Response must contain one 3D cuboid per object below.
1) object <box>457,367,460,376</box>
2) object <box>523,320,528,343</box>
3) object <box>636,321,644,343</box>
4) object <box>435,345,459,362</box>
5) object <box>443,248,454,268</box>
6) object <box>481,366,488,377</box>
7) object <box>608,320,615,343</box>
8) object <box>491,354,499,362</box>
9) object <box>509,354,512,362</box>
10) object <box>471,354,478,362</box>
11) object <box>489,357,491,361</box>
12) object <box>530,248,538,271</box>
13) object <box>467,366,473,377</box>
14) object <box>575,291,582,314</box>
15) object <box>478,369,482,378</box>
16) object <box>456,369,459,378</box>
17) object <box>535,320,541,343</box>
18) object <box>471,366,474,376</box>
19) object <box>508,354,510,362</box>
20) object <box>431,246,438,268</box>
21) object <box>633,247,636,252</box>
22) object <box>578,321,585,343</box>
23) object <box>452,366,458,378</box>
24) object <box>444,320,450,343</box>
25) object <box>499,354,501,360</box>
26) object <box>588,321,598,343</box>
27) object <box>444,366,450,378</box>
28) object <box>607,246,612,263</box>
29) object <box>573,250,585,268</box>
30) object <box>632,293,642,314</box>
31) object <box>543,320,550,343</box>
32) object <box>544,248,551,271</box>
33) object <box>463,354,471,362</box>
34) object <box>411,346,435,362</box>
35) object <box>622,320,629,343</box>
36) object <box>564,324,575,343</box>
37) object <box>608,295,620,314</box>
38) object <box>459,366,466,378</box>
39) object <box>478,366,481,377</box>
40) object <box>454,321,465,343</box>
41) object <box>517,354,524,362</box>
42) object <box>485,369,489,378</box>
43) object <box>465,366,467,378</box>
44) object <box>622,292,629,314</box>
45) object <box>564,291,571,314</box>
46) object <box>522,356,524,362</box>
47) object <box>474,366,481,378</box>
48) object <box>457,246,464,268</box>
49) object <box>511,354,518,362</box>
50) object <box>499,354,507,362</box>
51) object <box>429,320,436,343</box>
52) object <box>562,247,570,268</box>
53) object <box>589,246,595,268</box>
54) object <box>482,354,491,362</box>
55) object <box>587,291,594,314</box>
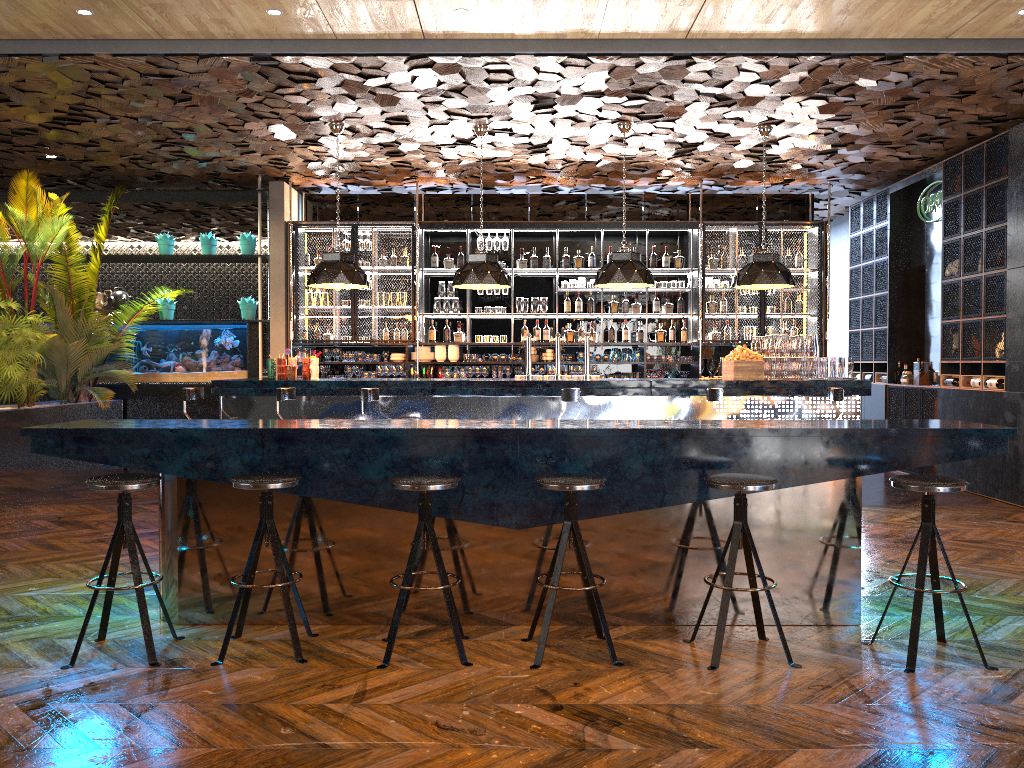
[{"bbox_3d":[-0.707,-0.121,11.385,0.082,0.213,0.082,0,1,0],"label":"object"},{"bbox_3d":[0.166,-0.669,11.316,0.086,0.299,0.086,-1,2,-41],"label":"object"},{"bbox_3d":[1.634,-0.662,11.307,0.083,0.282,0.083,0,1,-15],"label":"object"},{"bbox_3d":[-0.821,-0.388,11.191,0.309,0.216,0.149,0,1,-2],"label":"object"},{"bbox_3d":[-0.806,-1.593,11.276,0.123,0.279,0.123,0,1,-11],"label":"object"},{"bbox_3d":[-0.341,-0.116,11.111,0.084,0.216,0.084,1,2,43],"label":"object"},{"bbox_3d":[1.270,-0.669,11.283,0.086,0.297,0.086,1,2,34],"label":"object"},{"bbox_3d":[-0.213,-0.329,11.166,0.093,0.099,0.093,0,1,17],"label":"object"},{"bbox_3d":[0.004,-0.329,11.213,0.095,0.096,0.095,0,1,1],"label":"object"},{"bbox_3d":[-0.478,-0.328,11.166,0.089,0.100,0.100,1,2,36],"label":"object"},{"bbox_3d":[-0.319,-0.333,11.328,0.109,0.100,0.109,0,1,-17],"label":"object"},{"bbox_3d":[0.282,-1.589,11.288,0.083,0.282,0.083,0,1,-15],"label":"object"},{"bbox_3d":[-0.526,-0.116,11.113,0.084,0.216,0.084,0,1,-12],"label":"object"},{"bbox_3d":[0.854,-1.035,11.331,0.086,0.298,0.086,-1,2,-41],"label":"object"},{"bbox_3d":[-0.431,-0.122,11.376,0.084,0.216,0.084,0,1,-1],"label":"object"},{"bbox_3d":[-0.710,-0.118,11.296,0.082,0.213,0.082,1,2,32],"label":"object"},{"bbox_3d":[0.324,-0.671,11.341,0.086,0.298,0.086,-1,2,-41],"label":"object"},{"bbox_3d":[-0.520,-0.119,11.247,0.084,0.216,0.084,0,1,12],"label":"object"},{"bbox_3d":[-0.007,-0.333,11.379,0.095,0.096,0.095,0,1,17],"label":"object"},{"bbox_3d":[-0.985,-1.605,11.321,0.086,0.298,0.086,-1,2,-41],"label":"object"},{"bbox_3d":[1.556,-1.596,11.285,0.083,0.282,0.083,0,1,0],"label":"object"},{"bbox_3d":[0.887,-0.662,11.309,0.083,0.282,0.083,0,1,0],"label":"object"},{"bbox_3d":[-0.712,-0.114,11.118,0.082,0.213,0.082,1,2,34],"label":"object"},{"bbox_3d":[-0.828,-0.669,11.287,0.086,0.297,0.086,1,2,34],"label":"object"},{"bbox_3d":[-0.116,-0.330,11.223,0.093,0.099,0.093,-1,2,-28],"label":"object"},{"bbox_3d":[1.026,-0.659,11.295,0.123,0.279,0.123,0,1,14],"label":"object"},{"bbox_3d":[-0.817,-0.114,11.119,0.082,0.213,0.082,1,2,29],"label":"object"},{"bbox_3d":[1.254,-1.604,11.293,0.086,0.298,0.086,-1,2,-41],"label":"object"},{"bbox_3d":[0.848,-1.578,11.286,0.151,0.248,0.094,0,1,4],"label":"object"},{"bbox_3d":[1.587,-1.023,11.285,0.123,0.279,0.123,0,1,14],"label":"object"},{"bbox_3d":[0.442,-0.670,11.317,0.086,0.298,0.086,-1,2,-41],"label":"object"},{"bbox_3d":[0.449,-1.589,11.287,0.083,0.282,0.083,0,1,15],"label":"object"},{"bbox_3d":[-0.560,-0.327,11.111,0.100,0.100,0.089,0,1,5],"label":"object"},{"bbox_3d":[-1.130,-0.378,11.225,0.306,0.195,0.300,0,1,1],"label":"object"},{"bbox_3d":[1.451,-0.670,11.315,0.086,0.298,0.086,-1,2,-41],"label":"object"},{"bbox_3d":[0.733,-0.644,11.309,0.151,0.248,0.094,0,1,-11],"label":"object"},{"bbox_3d":[1.294,-1.007,11.299,0.151,0.248,0.094,0,1,-11],"label":"object"},{"bbox_3d":[-0.620,-0.114,11.115,0.082,0.213,0.082,1,2,30],"label":"object"},{"bbox_3d":[-0.429,-0.119,11.243,0.084,0.216,0.084,0,1,-7],"label":"object"},{"bbox_3d":[-0.671,-0.659,11.298,0.123,0.279,0.123,0,1,14],"label":"object"},{"bbox_3d":[0.101,-0.328,11.180,0.095,0.096,0.095,1,1,24],"label":"object"},{"bbox_3d":[-0.341,-0.122,11.382,0.084,0.216,0.084,1,1,23],"label":"object"},{"bbox_3d":[-0.613,-0.116,11.207,0.082,0.213,0.082,0,1,-19],"label":"object"},{"bbox_3d":[1.448,-1.025,11.299,0.083,0.282,0.083,0,1,0],"label":"object"},{"bbox_3d":[0.708,-1.033,11.306,0.086,0.299,0.086,-1,2,-41],"label":"object"},{"bbox_3d":[0.106,-0.330,11.287,0.095,0.096,0.095,1,2,41],"label":"object"},{"bbox_3d":[-0.432,-0.116,11.111,0.084,0.216,0.084,0,1,15],"label":"object"},{"bbox_3d":[-0.651,-1.605,11.293,0.086,0.299,0.086,-1,2,-41],"label":"object"},{"bbox_3d":[0.030,-0.326,11.109,0.095,0.096,0.095,-1,2,-26],"label":"object"},{"bbox_3d":[-0.112,-0.328,11.119,0.093,0.099,0.093,0,1,19],"label":"object"},{"bbox_3d":[-1.019,-0.670,11.318,0.086,0.299,0.086,-1,2,-41],"label":"object"},{"bbox_3d":[0.687,-1.596,11.287,0.083,0.282,0.083,0,1,-15],"label":"object"},{"bbox_3d":[1.019,-1.603,11.299,0.086,0.298,0.086,-1,2,-41],"label":"object"},{"bbox_3d":[-0.320,-0.329,11.170,0.109,0.100,0.109,0,1,-17],"label":"object"},{"bbox_3d":[1.005,-1.033,11.303,0.086,0.297,0.086,-1,2,-41],"label":"object"}]
